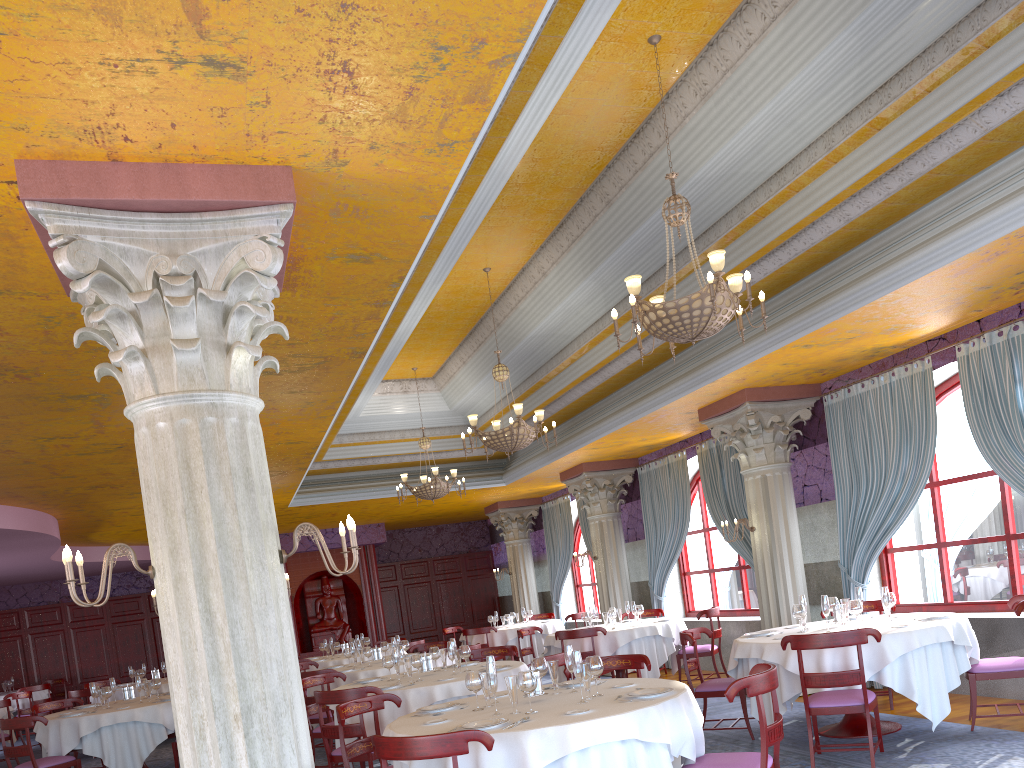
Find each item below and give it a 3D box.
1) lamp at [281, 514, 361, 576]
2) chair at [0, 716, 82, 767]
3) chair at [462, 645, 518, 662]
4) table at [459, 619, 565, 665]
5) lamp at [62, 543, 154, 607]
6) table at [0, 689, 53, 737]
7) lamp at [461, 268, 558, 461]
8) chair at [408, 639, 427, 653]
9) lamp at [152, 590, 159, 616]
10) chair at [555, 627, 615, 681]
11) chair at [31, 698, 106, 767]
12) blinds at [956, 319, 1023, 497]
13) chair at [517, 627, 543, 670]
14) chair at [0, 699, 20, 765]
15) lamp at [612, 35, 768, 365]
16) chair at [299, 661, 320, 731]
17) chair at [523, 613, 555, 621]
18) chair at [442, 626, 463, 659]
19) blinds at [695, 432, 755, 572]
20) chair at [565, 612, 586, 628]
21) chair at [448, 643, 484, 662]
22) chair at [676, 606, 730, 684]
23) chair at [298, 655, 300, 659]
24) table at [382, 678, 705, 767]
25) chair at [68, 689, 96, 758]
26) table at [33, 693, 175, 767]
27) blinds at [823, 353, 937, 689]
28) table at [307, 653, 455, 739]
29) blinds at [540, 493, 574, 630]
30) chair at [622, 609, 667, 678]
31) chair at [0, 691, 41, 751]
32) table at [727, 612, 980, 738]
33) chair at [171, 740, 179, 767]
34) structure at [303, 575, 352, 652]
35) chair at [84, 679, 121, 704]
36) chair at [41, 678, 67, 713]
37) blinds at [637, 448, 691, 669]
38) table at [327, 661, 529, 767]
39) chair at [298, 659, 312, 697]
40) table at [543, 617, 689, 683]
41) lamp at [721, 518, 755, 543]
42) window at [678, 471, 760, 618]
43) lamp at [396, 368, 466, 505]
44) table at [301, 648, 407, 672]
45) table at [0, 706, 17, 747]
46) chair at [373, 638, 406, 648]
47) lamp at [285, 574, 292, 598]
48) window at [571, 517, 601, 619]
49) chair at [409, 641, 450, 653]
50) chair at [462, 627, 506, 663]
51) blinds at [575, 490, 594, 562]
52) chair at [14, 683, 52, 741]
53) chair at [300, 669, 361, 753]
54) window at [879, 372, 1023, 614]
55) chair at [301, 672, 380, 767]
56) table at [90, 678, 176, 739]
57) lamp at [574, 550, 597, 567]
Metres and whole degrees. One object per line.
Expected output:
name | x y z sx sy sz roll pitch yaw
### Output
lamp | -0.911 0.790 4.113 0.377 0.272 0.350 -3 -9 -31
chair | -5.223 4.194 9.507 0.760 1.089 0.640 -9 -3 26
chair | -0.243 3.577 9.803 0.760 1.089 0.640 -9 -3 26
table | 0.054 5.317 17.119 2.061 0.947 2.158 -4 -11 -18
lamp | -1.840 0.871 3.913 0.377 0.272 0.350 -3 -9 -31
table | -10.898 7.071 18.149 2.061 0.947 2.158 -4 -11 -18
lamp | -0.146 -0.261 9.713 0.974 2.173 0.947 -8 -1 26
chair | -1.709 4.821 14.213 0.656 1.088 0.743 -9 -3 26
lamp | -3.343 2.146 8.434 0.377 0.272 0.350 -3 -9 -31
chair | 1.019 3.800 11.481 0.760 1.089 0.640 -9 -3 26
chair | -5.769 4.658 11.151 0.656 1.088 0.743 -9 -3 26
blinds | 4.749 1.111 7.481 0.241 3.514 1.733 -8 -1 -22
chair | 0.473 4.263 13.125 0.656 1.088 0.743 -9 -3 26
chair | -8.191 5.524 13.404 0.656 1.088 0.743 -9 -3 26
lamp | 1.117 -1.332 5.915 0.974 2.173 0.947 -8 -1 26
chair | -2.836 4.492 12.163 0.656 1.088 0.743 -9 -3 26
chair | 0.590 5.449 18.209 0.760 1.089 0.640 -9 -3 26
chair | -1.037 5.544 17.665 0.656 1.088 0.743 -9 -3 26
blinds | 3.232 2.399 12.044 0.241 3.514 1.733 -8 -1 -22
chair | 1.137 4.985 16.566 0.656 1.088 0.743 -9 -3 26
chair | -0.662 3.933 11.064 0.656 1.088 0.743 -9 -3 26
chair | 2.646 3.704 12.025 0.656 1.088 0.743 -9 -3 26
chair | -3.882 5.381 15.312 0.656 1.088 0.743 -9 -3 26
table | 0.233 2.587 5.666 2.061 0.947 2.158 -4 -11 -18
chair | -6.568 5.336 13.554 0.760 1.089 0.640 -9 -3 26
table | -4.679 4.431 10.605 2.061 0.947 2.158 -4 -11 -18
blinds | 4.115 1.649 9.388 0.242 3.514 1.731 -8 -1 -19
table | -1.745 4.265 11.617 2.061 0.947 2.158 -4 -11 -18
blinds | 1.116 4.194 18.409 0.242 3.514 1.731 -8 -1 -19
chair | 2.100 4.168 13.669 0.760 1.089 0.640 -9 -3 26
chair | -8.737 5.988 15.048 0.760 1.089 0.640 -9 -3 26
table | 3.128 2.709 7.872 2.061 0.947 2.158 -4 -11 -18
chair | -3.596 4.098 10.051 0.656 1.088 0.743 -9 -3 26
structure | -4.338 5.405 20.185 0.954 1.845 0.649 -7 0 -19
chair | -7.115 5.799 15.198 0.656 1.088 0.743 -9 -3 26
chair | -10.361 7.202 19.239 0.760 1.089 0.640 -9 -3 26
blinds | 2.598 2.936 13.950 0.242 3.514 1.731 -8 -1 -19
table | -0.780 3.446 8.713 2.061 0.947 2.158 -4 -11 -18
chair | -3.336 4.917 13.669 0.760 1.089 0.640 -9 -3 26
table | 1.563 4.036 12.578 2.061 0.947 2.158 -4 -11 -18
lamp | 2.763 1.787 10.475 0.377 0.272 0.350 -3 -9 -31
window | 3.478 2.307 13.169 0.158 2.526 3.673 -8 -8 -20
lamp | -1.388 0.793 13.450 0.974 2.173 0.947 -8 -1 26
table | -2.792 5.154 14.766 2.061 0.947 2.158 -4 -11 -18
table | -9.274 5.857 13.958 2.061 0.947 2.158 -4 -11 -18
chair | -2.256 5.285 15.856 0.760 1.089 0.640 -9 -3 26
lamp | -2.414 2.065 8.634 0.377 0.272 0.350 -3 -9 -31
window | 1.977 3.581 17.685 0.158 2.526 3.673 -8 -8 -20
chair | -1.209 4.397 12.707 0.760 1.089 0.640 -9 -3 26
chair | -0.490 5.081 16.022 0.760 1.089 0.640 -9 -3 26
blinds | 1.750 3.656 16.503 0.241 3.514 1.733 -8 -1 -22
chair | -9.814 6.738 17.595 0.656 1.088 0.743 -9 -3 26
chair | -2.289 4.029 10.519 0.760 1.089 0.640 -9 -3 26
window | 4.981 1.032 8.650 0.158 2.526 3.673 -8 -8 -20
chair | -1.870 3.673 9.259 0.656 1.088 0.743 -9 -3 26
table | -6.024 5.572 14.652 2.061 0.947 2.158 -4 -11 -18
lamp | 1.271 3.053 14.963 0.377 0.272 0.350 -3 -9 -31
